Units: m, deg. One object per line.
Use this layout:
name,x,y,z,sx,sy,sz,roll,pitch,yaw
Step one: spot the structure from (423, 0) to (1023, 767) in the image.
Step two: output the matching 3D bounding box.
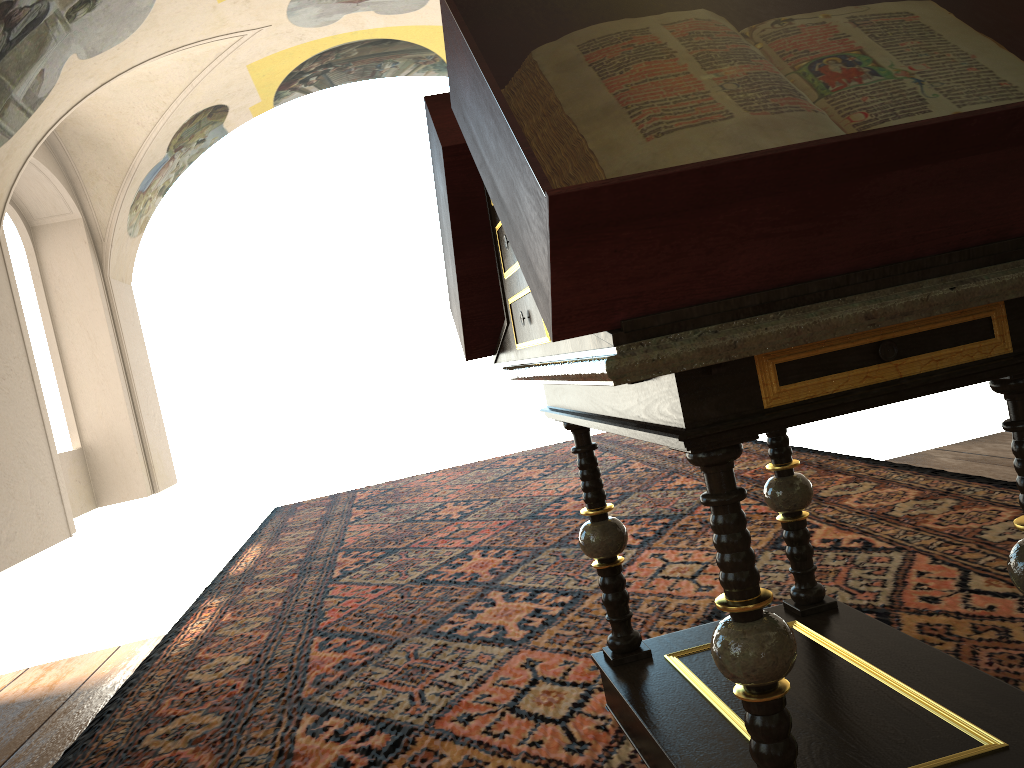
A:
structure,0.610,0.039,2.258,1.244,1.983,1.891,-12,3,-8
